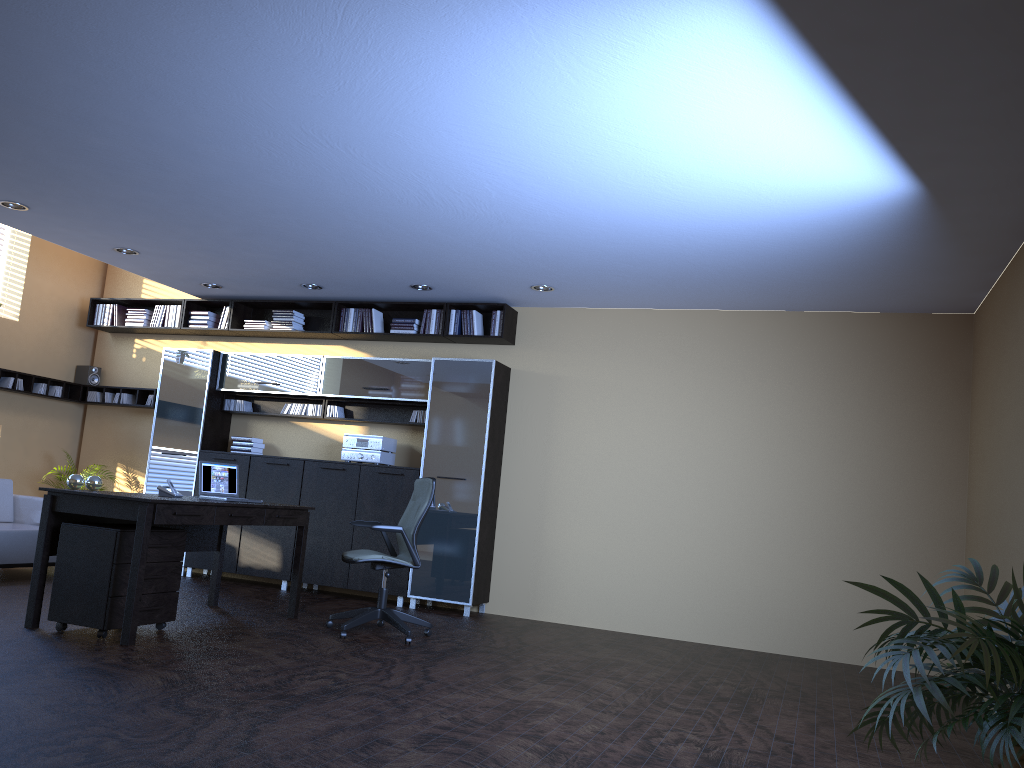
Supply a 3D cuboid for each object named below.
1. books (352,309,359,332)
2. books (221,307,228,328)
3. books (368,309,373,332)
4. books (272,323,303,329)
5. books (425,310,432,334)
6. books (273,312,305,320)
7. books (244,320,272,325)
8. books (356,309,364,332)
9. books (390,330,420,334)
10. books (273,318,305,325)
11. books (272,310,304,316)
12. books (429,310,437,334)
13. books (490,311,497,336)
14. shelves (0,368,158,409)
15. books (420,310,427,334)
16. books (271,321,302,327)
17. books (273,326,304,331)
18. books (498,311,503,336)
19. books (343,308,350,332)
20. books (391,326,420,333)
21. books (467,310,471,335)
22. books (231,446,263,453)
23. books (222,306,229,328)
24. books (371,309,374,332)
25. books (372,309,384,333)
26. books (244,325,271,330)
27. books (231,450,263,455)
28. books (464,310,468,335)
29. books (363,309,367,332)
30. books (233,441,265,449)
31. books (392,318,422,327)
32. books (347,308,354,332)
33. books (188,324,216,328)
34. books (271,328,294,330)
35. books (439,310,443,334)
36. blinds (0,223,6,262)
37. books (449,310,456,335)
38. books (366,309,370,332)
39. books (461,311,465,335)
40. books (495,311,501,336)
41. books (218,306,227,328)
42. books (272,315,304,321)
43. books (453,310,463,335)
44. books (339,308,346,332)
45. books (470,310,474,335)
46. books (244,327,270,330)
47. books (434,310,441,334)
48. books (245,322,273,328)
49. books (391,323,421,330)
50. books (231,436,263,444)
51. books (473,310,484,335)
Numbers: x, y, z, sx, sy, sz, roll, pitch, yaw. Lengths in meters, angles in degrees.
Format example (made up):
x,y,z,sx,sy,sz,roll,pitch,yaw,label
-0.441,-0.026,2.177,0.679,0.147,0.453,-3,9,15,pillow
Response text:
x,y,z,sx,sy,sz,roll,pitch,yaw,label
-1.586,-0.635,9.232,0.050,0.257,0.208,3,-7,20,books
-3.108,-0.705,9.774,0.075,0.259,0.208,3,-7,19,books
-1.420,-0.627,9.162,0.072,0.257,0.208,3,-7,20,books
-2.409,-0.617,9.514,0.258,0.028,0.208,3,-8,19,books
-0.805,-0.600,8.947,0.050,0.257,0.208,3,-7,20,books
-2.391,-0.731,9.514,0.258,0.028,0.208,3,-8,19,books
-2.737,-0.660,9.634,0.258,0.028,0.208,3,-8,19,books
-1.538,-0.633,9.212,0.050,0.257,0.208,3,-7,20,books
-1.079,-0.507,9.038,0.258,0.050,0.208,3,-8,19,books
-2.394,-0.673,9.522,0.258,0.028,0.208,3,-8,20,books
-2.408,-0.760,9.527,0.258,0.028,0.208,3,-8,20,books
-0.759,-0.599,8.922,0.050,0.257,0.208,3,-7,20,books
-0.150,-0.569,8.718,0.050,0.257,0.208,3,-7,19,books
-5.615,-0.356,7.256,1.248,0.212,6.645,3,-8,20,shelves
-0.856,-0.602,8.963,0.055,0.259,0.208,3,-7,20,books
-2.422,-0.644,9.536,0.258,0.028,0.208,3,-8,19,books
-2.392,-0.588,9.506,0.258,0.028,0.208,3,-8,20,books
-0.068,-0.567,8.677,0.050,0.257,0.208,3,-7,19,books
-1.685,-0.640,9.265,0.050,0.257,0.208,3,-7,20,books
-1.068,-0.550,9.032,0.258,0.031,0.208,3,-8,20,books
-0.393,-0.582,8.794,0.075,0.259,0.208,3,-7,20,books
-2.835,0.699,9.477,0.258,0.050,0.208,3,-8,20,books
-3.082,-0.706,9.751,0.075,0.259,0.208,3,-7,19,books
-1.394,-0.625,9.170,0.072,0.257,0.208,3,-7,20,books
-1.380,-0.628,9.139,0.072,0.257,0.208,3,-7,19,books
-2.737,-0.606,9.613,0.258,0.028,0.208,3,-8,20,books
-2.832,0.750,9.463,0.258,0.050,0.208,3,-8,20,books
-0.425,-0.584,8.800,0.075,0.259,0.208,3,-7,19,books
-1.478,-0.631,9.189,0.075,0.259,0.208,3,-7,20,books
-2.816,0.651,9.487,0.258,0.050,0.208,3,-8,20,books
-1.055,-0.622,9.030,0.258,0.050,0.208,3,-8,20,books
-1.638,-0.638,9.243,0.050,0.257,0.208,3,-7,20,books
-3.429,-0.617,9.865,0.258,0.050,0.208,3,-8,19,books
-2.418,-0.563,9.501,0.258,0.028,0.208,3,-8,19,books
-0.661,-0.594,8.887,0.050,0.257,0.208,3,-7,20,books
-6.561,-1.841,7.323,0.039,1.457,5.410,3,-8,20,blinds
-0.564,-0.590,8.850,0.050,0.257,0.208,3,-7,19,books
-1.449,-0.629,9.177,0.075,0.259,0.208,3,-7,20,books
-0.448,-0.582,8.831,0.075,0.259,0.208,3,-7,20,books
-0.111,-0.569,8.693,0.036,0.257,0.208,3,-7,20,books
-3.139,-0.707,9.781,0.075,0.259,0.208,3,-7,20,books
-2.404,-0.704,9.518,0.258,0.028,0.208,3,-8,19,books
-0.515,-0.588,8.832,0.050,0.257,0.208,3,-7,20,books
-1.734,-0.642,9.283,0.050,0.257,0.208,3,-7,20,books
-0.365,-0.581,8.780,0.075,0.259,0.208,3,-7,19,books
-2.731,-0.578,9.604,0.258,0.028,0.208,3,-8,20,books
-0.709,-0.596,8.905,0.050,0.257,0.208,3,-7,20,books
-2.721,-0.632,9.618,0.258,0.028,0.208,3,-8,19,books
-1.076,-0.582,9.040,0.258,0.031,0.208,3,-8,19,books
-2.835,0.598,9.490,0.258,0.050,0.208,3,-8,19,books
-0.335,-0.580,8.767,0.075,0.259,0.208,3,-7,19,books
